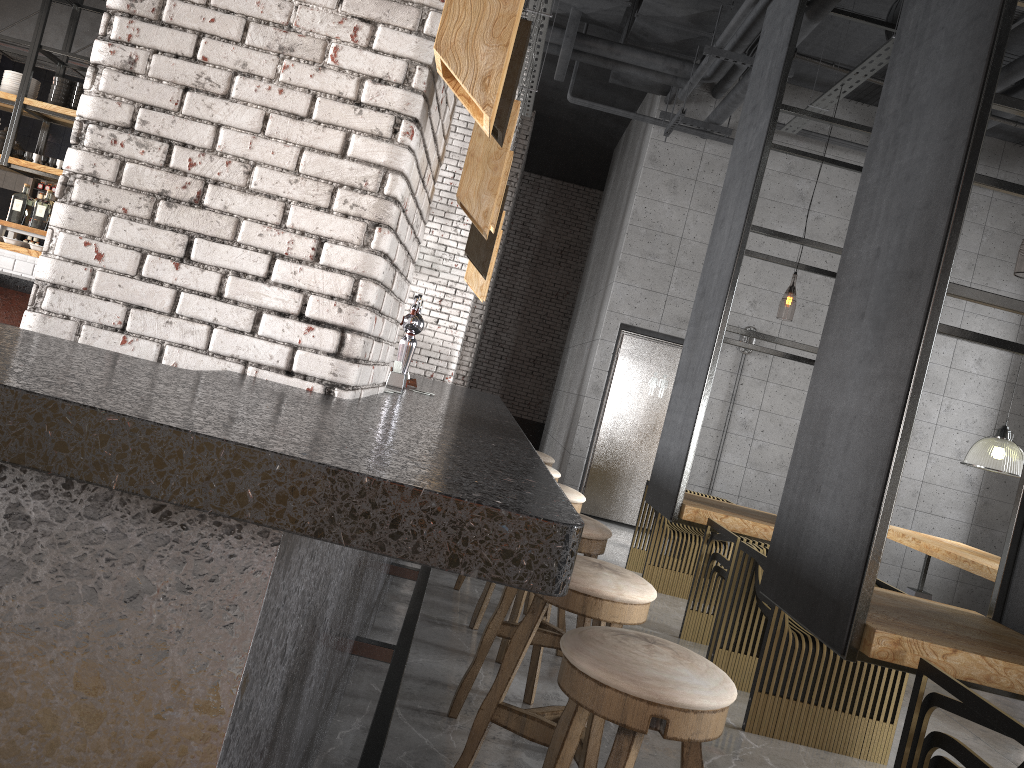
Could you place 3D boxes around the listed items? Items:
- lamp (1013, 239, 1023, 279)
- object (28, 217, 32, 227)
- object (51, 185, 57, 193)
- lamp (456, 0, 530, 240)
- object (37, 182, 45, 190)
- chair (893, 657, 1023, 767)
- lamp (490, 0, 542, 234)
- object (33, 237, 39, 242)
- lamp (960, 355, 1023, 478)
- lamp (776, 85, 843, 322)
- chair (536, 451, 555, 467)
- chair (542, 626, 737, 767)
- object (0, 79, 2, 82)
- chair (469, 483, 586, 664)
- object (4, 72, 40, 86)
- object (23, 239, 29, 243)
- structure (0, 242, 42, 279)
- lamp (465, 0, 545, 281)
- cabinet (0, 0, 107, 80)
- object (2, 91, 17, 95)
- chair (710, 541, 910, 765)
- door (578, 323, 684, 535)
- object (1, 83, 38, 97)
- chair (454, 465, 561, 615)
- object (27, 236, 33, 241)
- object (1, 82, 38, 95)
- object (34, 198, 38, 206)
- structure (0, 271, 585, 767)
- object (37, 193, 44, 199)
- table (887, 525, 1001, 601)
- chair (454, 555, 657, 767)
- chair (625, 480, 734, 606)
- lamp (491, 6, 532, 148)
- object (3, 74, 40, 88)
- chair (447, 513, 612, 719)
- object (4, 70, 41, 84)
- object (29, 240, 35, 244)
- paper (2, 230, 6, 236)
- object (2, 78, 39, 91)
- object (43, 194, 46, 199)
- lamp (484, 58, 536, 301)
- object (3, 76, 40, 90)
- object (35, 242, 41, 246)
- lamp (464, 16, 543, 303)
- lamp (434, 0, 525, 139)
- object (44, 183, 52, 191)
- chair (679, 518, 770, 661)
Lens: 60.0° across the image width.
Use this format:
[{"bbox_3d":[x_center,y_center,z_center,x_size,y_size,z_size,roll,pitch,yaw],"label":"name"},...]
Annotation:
[{"bbox_3d":[2.070,-1.164,3.224,0.109,1.599,0.108,13,-1,45],"label":"lamp"},{"bbox_3d":[-6.456,-2.166,11.913,0.100,0.139,0.088,14,-1,-1],"label":"object"},{"bbox_3d":[-6.139,-2.617,11.924,0.081,0.113,0.071,14,-1,-1],"label":"object"},{"bbox_3d":[0.045,-1.246,2.926,0.127,1.547,0.127,14,-1,-2],"label":"lamp"},{"bbox_3d":[-6.322,-2.663,11.919,0.081,0.113,0.071,14,-1,-1],"label":"object"},{"bbox_3d":[1.442,1.249,2.321,0.657,0.730,0.638,14,0,0],"label":"chair"},{"bbox_3d":[0.039,-1.316,3.577,0.127,1.420,0.127,14,-1,-2],"label":"lamp"},{"bbox_3d":[-6.379,-1.949,11.889,0.071,0.083,0.070,14,0,38],"label":"object"},{"bbox_3d":[4.392,-0.424,7.547,0.538,2.406,0.535,13,-1,40],"label":"lamp"},{"bbox_3d":[1.984,-1.198,5.838,0.109,1.599,0.108,14,-1,30],"label":"lamp"},{"bbox_3d":[0.081,0.842,5.966,0.438,0.806,0.481,15,-1,-33],"label":"chair"},{"bbox_3d":[0.158,0.883,1.730,0.479,0.806,0.439,14,-1,-28],"label":"chair"},{"bbox_3d":[-5.382,-3.124,8.964,0.454,0.039,0.453,14,0,18],"label":"object"},{"bbox_3d":[0.143,0.867,4.175,0.438,0.806,0.481,14,-1,-13],"label":"chair"},{"bbox_3d":[-4.962,-3.072,8.978,0.334,0.039,0.335,14,0,-27],"label":"object"},{"bbox_3d":[-6.518,-1.898,11.886,0.071,0.083,0.071,14,0,8],"label":"object"},{"bbox_3d":[-4.370,-0.534,8.906,5.799,1.346,1.511,14,0,-2],"label":"structure"},{"bbox_3d":[0.002,-1.263,4.226,0.127,1.547,0.127,14,-1,-2],"label":"lamp"},{"bbox_3d":[-3.653,-3.568,11.312,5.862,1.769,0.682,14,-1,-2],"label":"cabinet"},{"bbox_3d":[-5.008,-2.886,8.975,0.335,0.033,0.334,14,0,36],"label":"object"},{"bbox_3d":[1.391,1.227,4.163,0.657,0.730,0.638,14,0,-3],"label":"chair"},{"bbox_3d":[1.406,0.496,9.491,1.120,2.103,0.158,14,-1,-2],"label":"door"},{"bbox_3d":[-4.989,-2.962,8.977,0.334,0.039,0.335,14,0,-35],"label":"object"},{"bbox_3d":[-0.022,0.820,5.070,0.439,0.806,0.480,14,-1,-3],"label":"chair"},{"bbox_3d":[-6.454,-1.968,11.893,0.071,0.083,0.070,14,0,23],"label":"object"},{"bbox_3d":[-4.985,-2.981,8.976,0.335,0.040,0.334,14,0,43],"label":"object"},{"bbox_3d":[-6.383,-2.436,11.895,0.076,0.111,0.076,14,-1,8],"label":"object"},{"bbox_3d":[-2.178,-0.060,3.873,4.309,1.534,5.876,14,0,-2],"label":"structure"},{"bbox_3d":[-6.323,-2.521,11.896,0.070,0.083,0.071,14,0,-12],"label":"object"},{"bbox_3d":[3.842,1.816,6.522,1.000,0.763,4.135,14,0,-2],"label":"table"},{"bbox_3d":[0.133,0.873,2.337,0.480,0.806,0.439,14,-1,-13],"label":"chair"},{"bbox_3d":[1.308,1.194,6.701,0.657,0.730,0.638,14,0,-3],"label":"chair"},{"bbox_3d":[0.085,-1.311,2.277,0.127,1.395,0.127,14,-1,-2],"label":"lamp"},{"bbox_3d":[-4.967,-3.053,8.979,0.334,0.044,0.335,14,0,-31],"label":"object"},{"bbox_3d":[0.138,0.870,3.230,0.479,0.806,0.440,15,-1,-43],"label":"chair"},{"bbox_3d":[-4.957,-3.091,8.979,0.334,0.039,0.335,14,0,-28],"label":"object"},{"bbox_3d":[-6.441,-1.879,11.888,0.070,0.083,0.071,14,0,-12],"label":"object"},{"bbox_3d":[-4.983,-1.503,8.664,0.012,0.164,0.108,14,-1,-2],"label":"paper"},{"bbox_3d":[-4.977,-3.016,8.977,0.334,0.043,0.335,14,0,-18],"label":"object"},{"bbox_3d":[-6.244,-2.501,11.898,0.071,0.083,0.070,14,0,23],"label":"object"},{"bbox_3d":[-0.040,-1.280,5.527,0.127,1.547,0.127,14,-1,-2],"label":"lamp"},{"bbox_3d":[-4.971,-3.034,8.978,0.334,0.041,0.335,14,0,-32],"label":"object"},{"bbox_3d":[-6.361,-1.859,11.890,0.071,0.083,0.070,14,0,23],"label":"object"},{"bbox_3d":[-0.026,-1.243,4.876,0.127,1.607,0.127,14,-1,-2],"label":"lamp"},{"bbox_3d":[0.087,-1.229,1.625,0.127,1.547,0.127,14,-1,-2],"label":"lamp"},{"bbox_3d":[-6.227,-2.639,11.922,0.081,0.113,0.071,14,-1,-1],"label":"object"},{"bbox_3d":[1.386,1.222,4.907,0.657,0.730,0.638,14,0,-1],"label":"chair"}]
